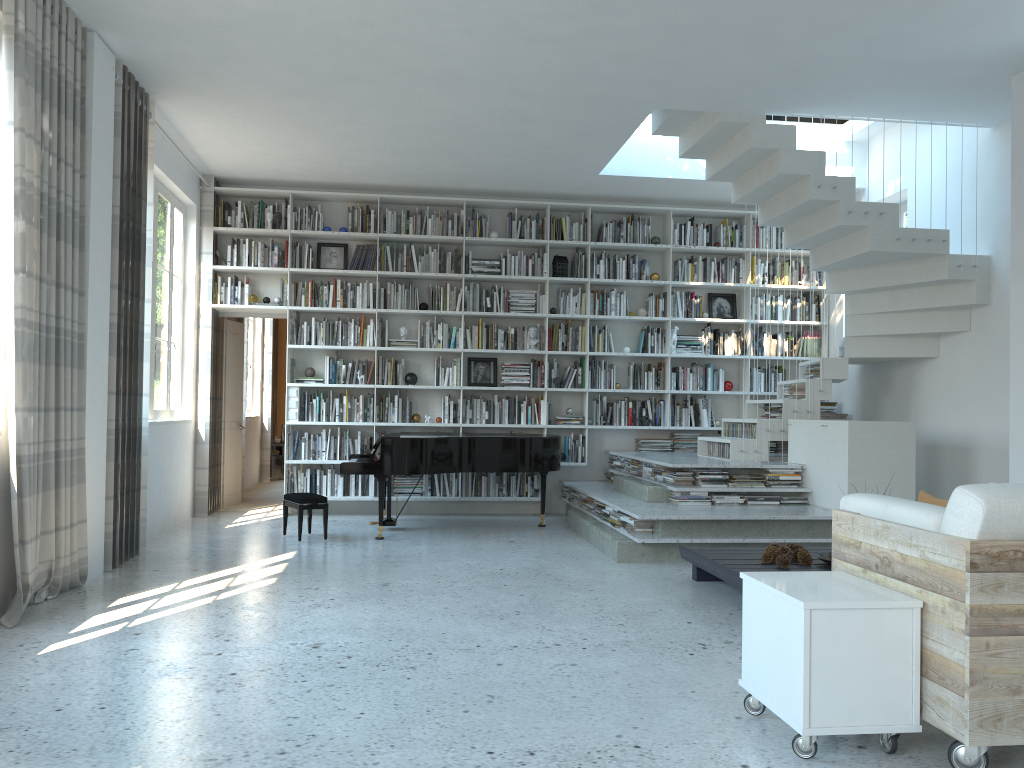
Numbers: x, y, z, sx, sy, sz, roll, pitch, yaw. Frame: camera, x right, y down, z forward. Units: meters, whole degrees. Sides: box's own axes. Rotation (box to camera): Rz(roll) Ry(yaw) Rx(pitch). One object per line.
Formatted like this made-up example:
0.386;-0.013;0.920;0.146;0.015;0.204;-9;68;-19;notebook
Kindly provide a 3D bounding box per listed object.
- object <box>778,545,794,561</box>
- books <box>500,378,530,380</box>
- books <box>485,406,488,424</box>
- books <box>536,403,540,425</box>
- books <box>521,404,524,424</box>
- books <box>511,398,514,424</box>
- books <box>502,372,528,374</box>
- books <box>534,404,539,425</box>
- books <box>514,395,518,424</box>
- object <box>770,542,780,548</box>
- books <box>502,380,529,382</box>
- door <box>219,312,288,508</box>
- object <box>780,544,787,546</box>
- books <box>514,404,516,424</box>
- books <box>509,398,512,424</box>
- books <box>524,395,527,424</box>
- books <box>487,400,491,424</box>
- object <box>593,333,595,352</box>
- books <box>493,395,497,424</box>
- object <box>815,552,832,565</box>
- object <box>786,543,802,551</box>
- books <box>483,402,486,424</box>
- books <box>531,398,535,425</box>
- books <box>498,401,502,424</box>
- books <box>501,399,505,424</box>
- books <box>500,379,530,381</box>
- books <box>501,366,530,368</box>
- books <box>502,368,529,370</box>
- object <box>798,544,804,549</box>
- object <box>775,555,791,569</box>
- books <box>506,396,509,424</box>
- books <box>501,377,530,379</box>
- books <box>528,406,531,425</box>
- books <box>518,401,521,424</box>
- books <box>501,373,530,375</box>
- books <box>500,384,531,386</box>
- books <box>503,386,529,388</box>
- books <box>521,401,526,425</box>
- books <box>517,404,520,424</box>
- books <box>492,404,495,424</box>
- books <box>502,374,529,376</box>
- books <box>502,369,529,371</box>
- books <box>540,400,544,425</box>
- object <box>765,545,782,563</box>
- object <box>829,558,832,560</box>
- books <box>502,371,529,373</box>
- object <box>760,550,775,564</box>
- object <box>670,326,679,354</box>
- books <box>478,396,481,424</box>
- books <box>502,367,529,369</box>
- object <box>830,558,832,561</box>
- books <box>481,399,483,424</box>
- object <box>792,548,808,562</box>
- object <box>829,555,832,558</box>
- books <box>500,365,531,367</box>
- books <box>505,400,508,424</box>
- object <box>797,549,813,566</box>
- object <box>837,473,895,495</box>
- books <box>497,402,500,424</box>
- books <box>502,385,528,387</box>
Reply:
1.577;0.981;5.126;0.108;0.108;0.094;2;-2;-39;object
0.031;-0.050;8.964;0.285;0.012;0.159;1;-2;-6;books
-0.261;0.308;8.898;0.029;0.184;0.174;1;-1;-7;books
0.263;0.302;8.969;0.011;0.216;0.166;1;-1;-7;books
0.093;0.305;8.950;0.023;0.204;0.167;1;-1;-7;books
-0.002;0.273;8.938;0.028;0.264;0.161;1;-1;-7;books
0.033;-0.110;8.960;0.254;0.012;0.161;1;-2;-4;books
0.237;0.304;8.964;0.042;0.212;0.169;1;-1;-7;books
0.038;0.258;8.948;0.012;0.296;0.178;1;-1;-7;books
1.545;0.975;5.197;0.090;0.106;0.097;1;-1;14;object
0.032;-0.026;8.954;0.254;0.012;0.161;1;-2;-12;books
-2.674;0.291;9.174;0.834;1.980;0.786;1;-1;-7;door
1.640;1.003;5.318;0.078;0.084;0.098;1;-1;-7;object
0.020;0.305;8.955;0.021;0.202;0.128;1;-1;-7;books
-0.022;0.275;8.943;0.010;0.261;0.181;1;-1;-7;books
0.134;0.262;8.968;0.014;0.293;0.137;1;-1;-7;books
-0.232;0.282;8.909;0.029;0.238;0.166;1;-1;-7;books
0.821;-0.416;9.064;0.013;0.208;0.140;1;-1;-7;object
-0.170;0.257;8.928;0.026;0.291;0.152;1;-1;-7;books
1.938;0.999;5.012;0.429;0.038;0.429;0;-2;33;object
1.661;0.985;5.210;0.097;0.102;0.099;2;-2;-37;object
-0.286;0.291;8.899;0.023;0.217;0.174;1;-1;-7;books
0.202;0.274;8.971;0.026;0.272;0.175;1;-1;-7;books
-0.119;0.285;8.935;0.031;0.237;0.159;1;-1;-7;books
-0.093;0.277;8.954;0.025;0.254;0.136;1;-1;-7;books
0.031;-0.037;8.966;0.285;0.012;0.159;1;-2;-7;books
0.033;-0.171;8.963;0.285;0.012;0.159;1;-2;-5;books
0.033;-0.146;8.961;0.254;0.012;0.161;1;-2;-10;books
1.709;0.994;5.252;0.086;0.101;0.078;2;-2;-33;object
1.503;0.985;4.908;0.081;0.083;0.098;1;-1;-2;object
-0.047;0.262;8.957;0.014;0.286;0.134;1;-1;-7;books
0.031;-0.062;8.961;0.285;0.012;0.159;1;-2;-5;books
0.168;0.317;8.954;0.023;0.183;0.169;1;-1;-7;books
0.074;0.290;8.960;0.014;0.235;0.154;1;-1;-7;books
0.033;-0.098;8.955;0.285;0.012;0.159;1;-2;-2;books
0.031;0.010;8.953;0.285;0.012;0.159;1;-2;-12;books
0.030;0.034;8.955;0.254;0.012;0.161;1;-2;-11;books
0.117;0.290;8.953;0.023;0.234;0.175;1;-1;-7;books
0.056;0.303;8.947;0.024;0.207;0.183;1;-1;-7;books
-0.193;0.303;8.911;0.023;0.196;0.165;1;-1;-7;books
0.033;-0.085;8.955;0.254;0.012;0.161;1;-2;-12;books
0.033;-0.134;8.958;0.254;0.012;0.161;1;-2;-11;books
0.297;0.288;8.968;0.033;0.246;0.176;1;-1;-7;books
1.504;0.986;5.123;0.110;0.101;0.114;2;-2;-25;object
1.821;1.006;5.059;0.030;0.027;0.026;2;-2;-40;object
0.033;-0.122;8.960;0.254;0.012;0.161;1;-2;-10;books
1.459;0.991;5.062;0.082;0.085;0.082;1;-1;8;object
1.644;-0.442;9.001;0.087;0.288;0.075;0;-1;28;object
-0.325;0.258;8.898;0.013;0.282;0.166;1;-1;-7;books
0.034;-0.159;8.959;0.254;0.012;0.161;1;-2;-11;books
1.818;1.001;5.018;0.035;0.035;0.030;1;-1;16;object
-0.311;0.278;8.919;0.021;0.244;0.141;1;-1;-7;books
1.667;0.991;5.142;0.106;0.086;0.091;1;-1;7;object
1.838;1.003;5.098;0.035;0.035;0.030;1;-1;-9;object
0.034;-0.183;8.956;0.285;0.012;0.159;1;-2;-12;books
-0.064;0.282;8.930;0.026;0.245;0.191;1;-1;-7;books
1.662;0.987;5.033;0.083;0.100;0.092;1;-1;-2;object
1.962;0.755;4.933;0.309;0.521;0.435;0;-1;23;object
-0.146;0.293;8.939;0.025;0.220;0.140;1;-1;-7;books
0.030;0.022;8.960;0.254;0.012;0.161;1;-2;-5;books
